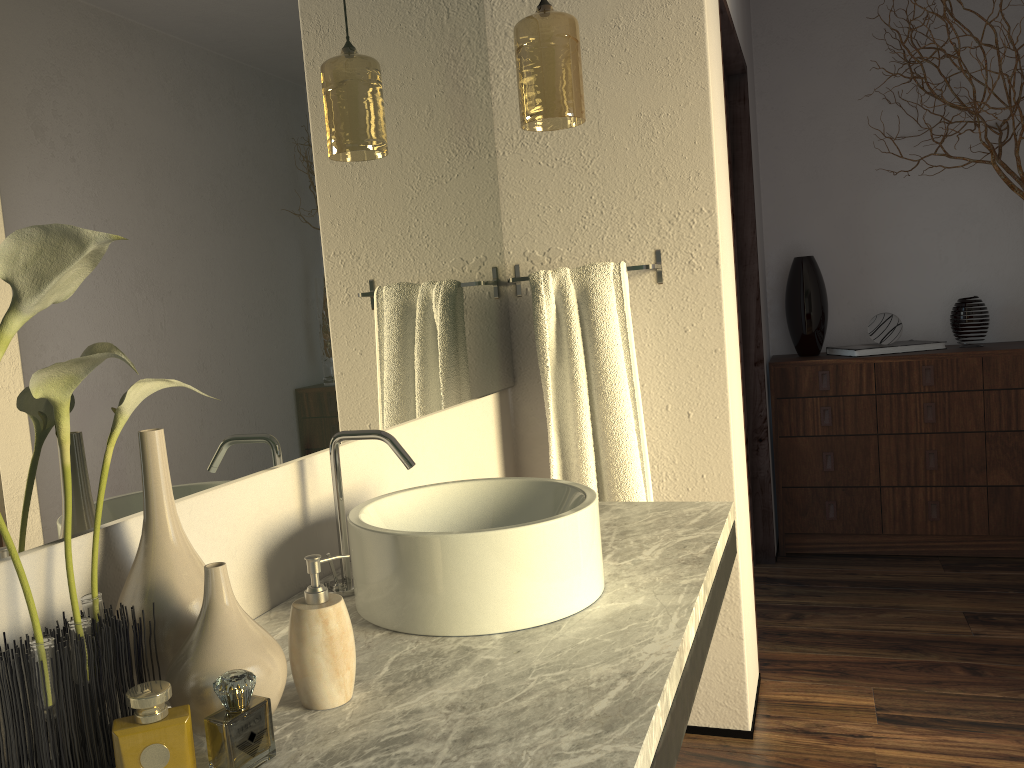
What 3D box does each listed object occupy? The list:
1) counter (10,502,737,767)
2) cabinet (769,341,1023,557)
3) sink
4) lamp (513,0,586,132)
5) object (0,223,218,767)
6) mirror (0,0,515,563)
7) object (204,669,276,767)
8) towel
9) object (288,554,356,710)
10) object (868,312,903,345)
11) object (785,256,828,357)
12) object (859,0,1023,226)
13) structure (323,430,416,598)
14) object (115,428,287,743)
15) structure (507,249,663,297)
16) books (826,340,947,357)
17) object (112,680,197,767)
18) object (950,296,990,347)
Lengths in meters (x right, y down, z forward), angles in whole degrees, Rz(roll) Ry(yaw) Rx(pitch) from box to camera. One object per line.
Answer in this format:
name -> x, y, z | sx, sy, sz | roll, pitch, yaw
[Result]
counter -> -0.207, 0.408, 0.757 | 0.597, 0.101, 2.223 | -3, 5, 19
cabinet -> 1.669, 0.263, 3.578 | 1.158, 0.800, 0.396 | -3, 5, 21
sink -> -0.052, 0.234, 1.274 | 0.357, 0.130, 0.358 | -5, 5, -2
lamp -> 0.053, -0.984, 1.852 | 0.136, 0.867, 0.142 | -7, 5, -27
object -> -0.401, 0.112, 0.860 | 0.188, 0.504, 0.244 | -5, 5, -2
mirror -> -0.691, -0.350, 0.372 | 0.017, 1.152, 4.014 | -3, 5, 19
object -> -0.251, 0.309, 0.813 | 0.040, 0.090, 0.056 | -2, 5, 30
towel -> 0.186, 0.033, 2.123 | 0.264, 0.636, 0.157 | -1, 6, 38
object -> -0.205, 0.261, 0.947 | 0.071, 0.158, 0.070 | -4, 5, 3
object -> 1.527, -0.227, 3.623 | 0.133, 0.131, 0.129 | -3, 5, 16
object -> 1.238, -0.326, 3.723 | 0.174, 0.417, 0.167 | -2, 6, 33
object -> 1.685, -0.857, 3.376 | 0.717, 1.449, 0.842 | -7, 5, -26
structure -> -0.221, 0.190, 1.304 | 0.168, 0.242, 0.065 | -3, 5, 24
object -> -0.338, 0.202, 0.929 | 0.117, 0.305, 0.246 | -9, 6, -43
structure -> 0.172, -0.270, 2.160 | 0.375, 0.088, 0.101 | -3, 5, 21
books -> 1.581, -0.152, 3.617 | 0.496, 0.034, 0.248 | -5, 5, -4
object -> -0.321, 0.318, 0.794 | 0.065, 0.092, 0.039 | -6, 5, -19
object -> 1.814, -0.249, 3.509 | 0.136, 0.200, 0.141 | -7, 5, -25
